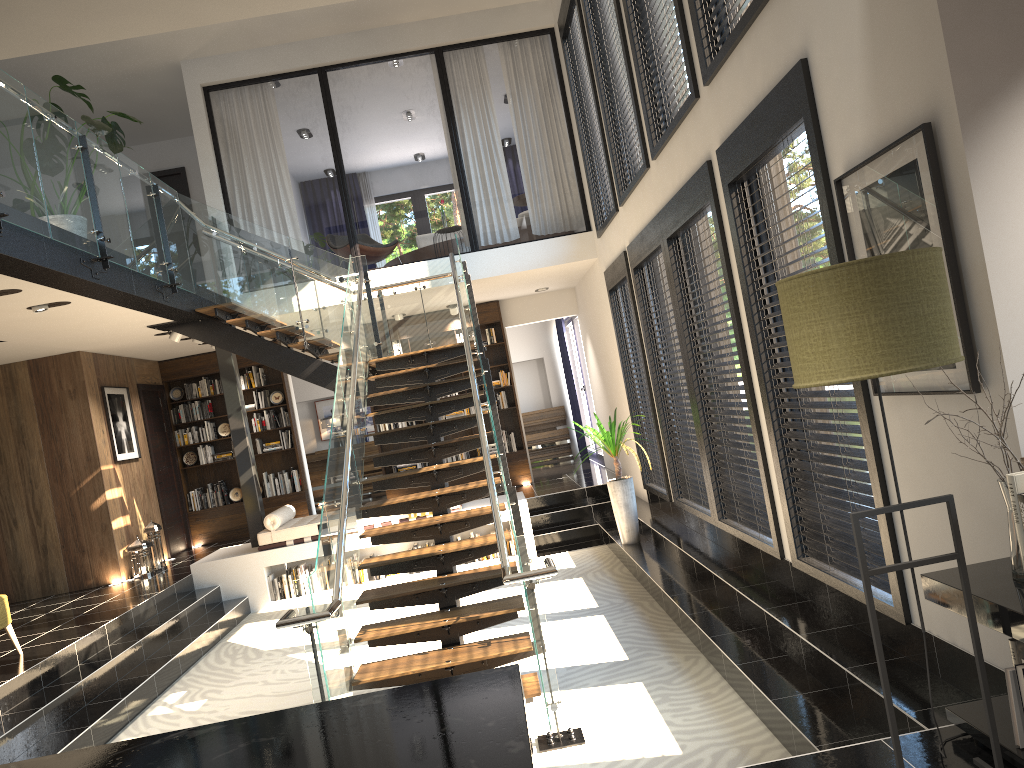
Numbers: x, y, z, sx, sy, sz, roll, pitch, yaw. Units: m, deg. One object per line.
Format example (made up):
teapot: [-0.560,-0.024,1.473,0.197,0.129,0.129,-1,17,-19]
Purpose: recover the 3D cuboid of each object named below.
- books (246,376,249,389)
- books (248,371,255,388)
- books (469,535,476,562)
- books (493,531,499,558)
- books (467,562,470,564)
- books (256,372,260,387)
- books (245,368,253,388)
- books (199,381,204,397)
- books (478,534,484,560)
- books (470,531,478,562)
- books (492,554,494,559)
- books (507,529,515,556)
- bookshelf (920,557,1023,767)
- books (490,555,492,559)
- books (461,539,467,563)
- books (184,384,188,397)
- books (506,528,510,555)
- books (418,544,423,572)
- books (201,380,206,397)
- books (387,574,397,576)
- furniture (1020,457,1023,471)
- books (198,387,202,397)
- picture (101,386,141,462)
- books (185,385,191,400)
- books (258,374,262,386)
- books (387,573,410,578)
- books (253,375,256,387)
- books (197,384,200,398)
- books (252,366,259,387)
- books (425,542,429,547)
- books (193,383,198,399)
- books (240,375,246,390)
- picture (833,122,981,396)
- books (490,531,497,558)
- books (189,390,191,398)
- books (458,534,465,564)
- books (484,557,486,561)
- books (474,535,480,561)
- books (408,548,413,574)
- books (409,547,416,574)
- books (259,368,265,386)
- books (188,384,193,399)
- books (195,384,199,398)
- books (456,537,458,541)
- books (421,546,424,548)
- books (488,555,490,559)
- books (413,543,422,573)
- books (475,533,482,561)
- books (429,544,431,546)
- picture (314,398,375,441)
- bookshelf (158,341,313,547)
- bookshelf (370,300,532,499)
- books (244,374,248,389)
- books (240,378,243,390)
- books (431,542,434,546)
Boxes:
books: [-3.782,-0.024,12.793,0.029,0.190,0.177,-10,0,-2]
books: [-3.727,-0.063,12.795,0.064,0.247,0.209,-10,0,-2]
books: [-0.449,1.866,10.086,0.026,0.284,0.177,-10,0,-2]
books: [-0.175,1.815,10.064,0.028,0.285,0.210,-10,0,-2]
books: [-0.507,1.904,10.049,0.032,0.229,0.228,-10,-1,-2]
books: [-3.637,-0.065,12.812,0.037,0.218,0.144,-10,0,-2]
books: [-3.770,-0.085,12.752,0.015,0.303,0.252,-10,0,-2]
books: [-4.421,0.072,12.725,0.039,0.230,0.205,-10,0,-2]
books: [-0.353,1.847,10.066,0.025,0.285,0.164,-10,0,-2]
books: [-0.426,1.836,10.054,0.028,0.334,0.205,-10,0,-2]
books: [-0.233,1.844,10.054,0.021,0.248,0.198,-10,0,-2]
books: [-0.007,1.794,10.054,0.037,0.264,0.272,-10,-1,-2]
bookshelf: [1.509,0.789,2.107,0.356,0.500,1.304,-10,-1,-2]
books: [-0.255,1.849,10.047,0.024,0.246,0.212,-10,0,-2]
books: [-0.541,1.897,10.079,0.030,0.256,0.160,-10,0,-2]
books: [-4.649,0.113,12.744,0.017,0.234,0.200,-10,0,-2]
books: [-0.050,1.791,10.089,0.043,0.287,0.147,-10,0,-2]
books: [-1.023,1.972,10.066,0.030,0.284,0.176,-10,0,-2]
books: [-4.390,0.062,12.714,0.025,0.239,0.220,-10,0,-2]
books: [-1.289,2.129,10.053,0.261,0.024,0.167,-10,-1,-5]
furniture: [2.966,0.349,2.145,2.609,0.822,1.365,-10,-1,-2]
books: [-4.451,0.116,12.741,0.035,0.156,0.186,-10,-1,-2]
picture: [-4.789,0.484,10.889,0.028,0.911,0.748,-10,0,-2]
books: [-4.626,0.117,12.707,0.024,0.216,0.210,-10,-1,-2]
books: [-3.602,-0.055,12.787,0.027,0.186,0.220,-10,-1,-2]
books: [-1.284,2.153,10.053,0.257,0.024,0.167,-10,-1,-2]
books: [-3.680,-0.047,12.785,0.021,0.197,0.200,-10,-1,-2]
books: [-4.486,0.099,12.768,0.025,0.203,0.156,-10,0,-2]
books: [-3.669,-0.102,12.749,0.017,0.302,0.266,-10,0,-2]
books: [-0.935,1.945,10.055,0.035,0.305,0.151,-10,0,-2]
books: [-4.541,0.102,12.743,0.059,0.216,0.159,-10,0,-2]
books: [-3.856,-0.022,12.777,0.034,0.211,0.206,-10,-1,-2]
picture: [1.443,-0.409,3.306,0.028,0.911,0.748,-10,0,-2]
books: [-0.208,1.821,10.081,0.039,0.284,0.199,-10,0,-2]
books: [-4.603,0.132,12.753,0.020,0.180,0.153,-10,0,-2]
books: [-0.574,1.875,10.065,0.027,0.312,0.189,-10,0,-2]
books: [-0.324,1.860,10.044,0.025,0.249,0.208,-10,0,-2]
books: [-0.397,1.857,10.064,0.023,0.283,0.175,-10,0,-2]
books: [-1.147,2.006,10.067,0.026,0.263,0.156,-10,0,-2]
books: [-1.119,1.995,10.041,0.030,0.273,0.168,-10,0,-2]
books: [-3.589,-0.097,12.765,0.013,0.262,0.217,-10,0,-2]
books: [-4.584,0.107,12.734,0.026,0.222,0.202,-10,0,-2]
books: [-4.505,0.098,12.751,0.014,0.212,0.184,-10,0,-2]
books: [-0.619,1.892,10.077,0.066,0.294,0.142,-10,0,-2]
books: [-0.991,1.974,10.040,0.029,0.268,0.173,-10,0,-2]
books: [-0.276,1.869,10.079,0.022,0.216,0.137,-10,0,-2]
books: [-1.061,1.963,10.031,0.043,0.316,0.209,-10,0,-2]
books: [-0.377,1.843,10.068,0.021,0.302,0.167,-10,0,-2]
books: [-0.903,1.957,10.089,0.026,0.270,0.128,-10,0,-2]
picture: [-1.854,0.374,16.492,3.543,0.748,0.035,-10,0,-2]
bookshelf: [-3.951,0.853,12.756,1.703,2.682,0.273,-10,0,-2]
bookshelf: [-0.978,0.306,12.862,2.090,2.682,0.273,-10,0,-2]
books: [-3.820,-0.034,12.794,0.042,0.223,0.163,-10,0,-2]
books: [-3.886,0.005,12.781,0.034,0.171,0.158,-10,0,-2]
books: [-0.877,1.943,10.028,0.026,0.287,0.204,-10,0,-2]
